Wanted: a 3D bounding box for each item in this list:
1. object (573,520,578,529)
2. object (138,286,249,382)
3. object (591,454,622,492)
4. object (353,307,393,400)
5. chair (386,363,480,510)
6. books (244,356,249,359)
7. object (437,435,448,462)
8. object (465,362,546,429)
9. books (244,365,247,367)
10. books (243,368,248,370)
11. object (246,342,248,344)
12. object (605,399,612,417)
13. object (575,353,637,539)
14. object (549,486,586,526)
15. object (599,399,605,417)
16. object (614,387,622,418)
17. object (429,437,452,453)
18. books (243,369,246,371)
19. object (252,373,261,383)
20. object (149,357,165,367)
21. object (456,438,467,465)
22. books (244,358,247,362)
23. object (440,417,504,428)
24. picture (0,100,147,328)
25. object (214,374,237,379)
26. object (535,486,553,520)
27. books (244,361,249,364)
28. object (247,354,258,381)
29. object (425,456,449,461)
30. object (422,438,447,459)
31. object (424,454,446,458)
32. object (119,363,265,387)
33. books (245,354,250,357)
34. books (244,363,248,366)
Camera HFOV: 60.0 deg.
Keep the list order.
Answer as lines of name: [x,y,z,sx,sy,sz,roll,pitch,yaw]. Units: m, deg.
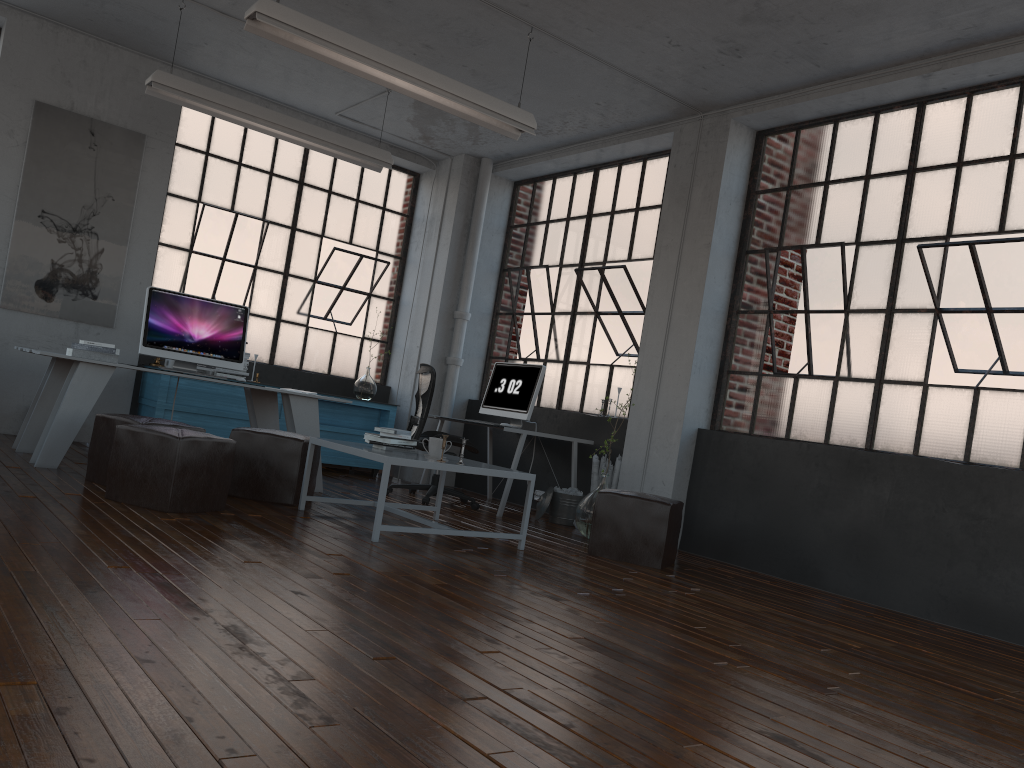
object: [0.531,1.093,6.830,0.125,0.107,0.096,9,-2,5]
object: [-2.191,-0.341,6.189,0.716,0.552,0.376,11,-2,-35]
object: [0.746,0.846,7.009,0.293,0.627,0.274,9,-1,5]
object: [-1.311,-0.294,8.697,0.433,0.939,0.232,8,-1,35]
chair: [-0.577,0.411,7.215,0.794,1.085,0.769,10,-2,-33]
books: [-2.541,-0.262,8.018,0.274,0.021,0.174,11,-3,-37]
object: [-0.383,0.359,4.949,0.052,0.148,0.053,9,-1,4]
object: [-0.068,0.081,7.486,0.378,0.552,0.713,10,-2,-35]
books: [-2.546,-0.184,8.016,0.254,0.012,0.160,11,-3,-37]
books: [-2.540,-0.159,8.020,0.256,0.013,0.160,11,-3,-37]
object: [-2.480,-0.386,8.015,0.177,0.161,0.093,8,-2,21]
object: [0.816,0.203,7.419,0.066,0.160,0.066,9,-1,-5]
object: [0.689,0.421,6.088,0.330,1.339,0.619,9,-1,0]
object: [0.439,0.962,7.043,0.290,0.293,0.291,9,-2,11]
object: [0.757,0.198,7.434,0.055,0.153,0.055,9,-1,13]
object: [0.874,0.157,7.348,0.084,0.256,0.084,9,-1,-14]
object: [-0.448,0.386,5.395,0.129,0.109,0.100,10,-2,-28]
books: [-2.575,-0.149,8.025,0.289,0.016,0.182,11,-3,-37]
object: [-2.321,-0.056,8.073,0.088,0.084,0.088,10,-2,-32]
object: [-3.069,-0.269,7.708,0.132,0.236,0.132,9,-1,20]
object: [-0.277,0.376,4.989,0.055,0.153,0.055,8,-1,30]
books: [-2.570,-0.243,8.018,0.296,0.028,0.180,11,-3,-37]
object: [-0.117,0.360,7.480,0.689,0.008,0.847,11,-3,-35]
picture: [-3.533,-1.345,7.177,0.855,1.649,0.025,10,-1,-37]
object: [-2.503,-0.062,7.790,0.253,0.014,0.187,11,-3,-37]
object: [0.246,0.941,7.002,0.107,0.280,0.293,9,-2,-11]
books: [-2.556,-0.218,8.033,0.289,0.016,0.182,11,-3,-37]
object: [-2.391,-0.147,8.219,0.084,0.256,0.084,8,-1,31]
object: [-0.435,0.431,5.123,0.138,0.003,0.137,10,-3,-16]
object: [-0.445,0.374,5.114,0.129,0.109,0.100,10,-2,-28]
object: [-0.466,0.438,5.387,0.138,0.003,0.137,10,-3,-16]
object: [-2.236,-0.061,6.181,0.850,0.008,0.686,11,-3,-35]
books: [-2.539,-0.281,8.017,0.289,0.016,0.182,11,-3,-37]
books: [-2.543,-0.199,8.027,0.263,0.017,0.167,11,-3,-37]
